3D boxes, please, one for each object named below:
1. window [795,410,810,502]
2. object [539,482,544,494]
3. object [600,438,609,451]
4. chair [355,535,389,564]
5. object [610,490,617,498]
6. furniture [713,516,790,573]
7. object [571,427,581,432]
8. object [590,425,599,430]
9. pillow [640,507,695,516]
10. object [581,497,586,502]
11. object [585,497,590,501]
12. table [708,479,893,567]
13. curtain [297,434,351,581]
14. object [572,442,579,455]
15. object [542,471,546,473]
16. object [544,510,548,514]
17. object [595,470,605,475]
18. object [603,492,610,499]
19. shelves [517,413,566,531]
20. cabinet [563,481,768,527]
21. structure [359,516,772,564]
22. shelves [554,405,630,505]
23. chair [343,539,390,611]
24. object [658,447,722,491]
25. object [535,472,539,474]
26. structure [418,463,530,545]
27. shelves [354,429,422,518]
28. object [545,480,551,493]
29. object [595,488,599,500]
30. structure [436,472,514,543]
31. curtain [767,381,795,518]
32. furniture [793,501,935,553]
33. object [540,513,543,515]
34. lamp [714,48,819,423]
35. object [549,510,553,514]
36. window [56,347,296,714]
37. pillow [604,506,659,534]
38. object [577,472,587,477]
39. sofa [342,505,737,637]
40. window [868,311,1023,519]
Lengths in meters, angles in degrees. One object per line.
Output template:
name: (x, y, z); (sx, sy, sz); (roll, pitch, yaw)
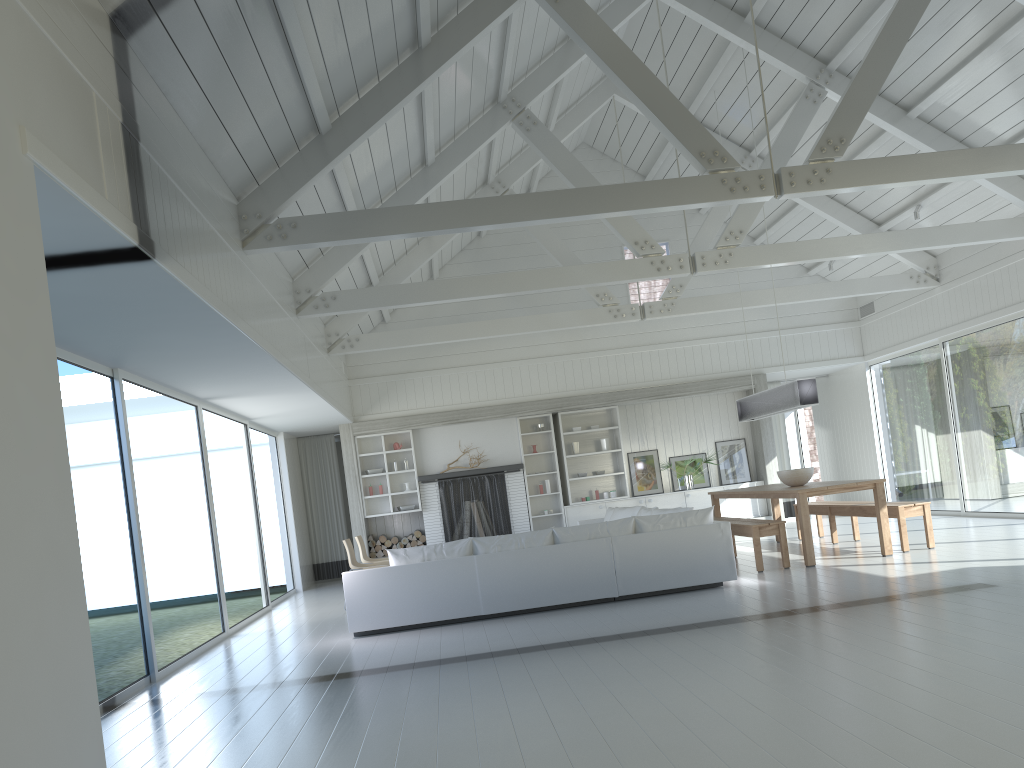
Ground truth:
window: (5.607, 1.190, 16.556); (0.037, 2.424, 0.949); (-7, -1, -5)
object: (0.453, 1.616, 13.716); (0.054, 0.196, 0.054); (-7, -1, -6)
object: (1.460, 0.953, 13.799); (0.103, 0.196, 0.102); (-9, -3, 40)
chair: (-1.644, 2.226, 10.809); (0.554, 0.779, 0.598); (-7, -3, -5)
object: (1.585, 1.718, 13.769); (0.086, 0.111, 0.085); (-9, -3, 30)
furniture: (2.462, 1.778, 10.007); (0.340, 0.469, 2.697); (-7, -7, -5)
object: (1.009, 0.713, 13.770); (0.141, 0.066, 0.142); (-7, -6, -5)
object: (1.304, 0.696, 13.935); (0.141, 0.066, 0.142); (-7, -6, -5)
pillow: (1.552, 1.536, 9.200); (0.464, 0.476, 1.328); (-6, -6, -14)
object: (1.114, 1.795, 13.746); (0.054, 0.071, 0.055); (-6, -3, -26)
object: (1.182, 1.795, 13.777); (0.058, 0.061, 0.058); (-5, -4, -27)
table: (3.159, 1.550, 10.070); (0.905, 0.760, 2.967); (-7, -6, -5)
curtain: (-3.072, 2.011, 14.439); (0.629, 2.367, 0.117); (-7, -1, -5)
object: (0.996, 1.007, 13.763); (0.102, 0.196, 0.103); (-7, -2, -5)
object: (0.502, 1.380, 13.762); (0.054, 0.025, 0.054); (-7, -6, -5)
object: (0.530, 1.993, 13.717); (0.054, 0.071, 0.054); (-7, -3, -6)
object: (1.394, 1.403, 13.927); (0.141, 0.066, 0.142); (-7, -6, -5)
object: (1.487, 1.747, 13.829); (0.092, 0.095, 0.090); (-9, -4, 29)
shelves: (0.448, 1.511, 13.854); (0.540, 1.997, 0.607); (-7, -1, -5)
cabinet: (2.389, 2.007, 13.966); (3.178, 0.550, 0.657); (-7, -4, -4)
structure: (0.840, 2.533, 14.146); (6.342, 0.345, 1.893); (-7, -7, -4)
shelves: (1.247, 1.138, 13.922); (0.938, 1.441, 0.607); (-7, -2, -5)
chair: (-1.642, 2.131, 10.027); (0.554, 0.779, 0.598); (-7, -3, -5)
object: (2.801, 1.328, 13.707); (0.969, 0.628, 0.625); (-7, -4, -7)
object: (0.388, 1.386, 13.699); (0.054, 0.025, 0.054); (-7, -6, -5)
structure: (-0.576, 1.989, 13.751); (1.614, 1.284, 0.863); (-7, -3, -5)
shelves: (-1.887, 1.387, 13.553); (0.864, 1.237, 0.551); (-7, -2, -5)
object: (0.558, 1.596, 13.722); (0.072, 0.211, 0.071); (-7, -1, -5)
object: (1.329, 1.709, 13.780); (0.054, 0.196, 0.054); (-7, -1, -6)
structure: (-0.551, 1.920, 13.397); (1.096, 1.062, 0.117); (-7, -1, -5)
curtain: (4.290, 1.163, 15.148); (1.005, 2.367, 0.117); (-7, -1, -4)
furniture: (3.944, 1.604, 10.122); (0.340, 0.469, 2.697); (-7, -7, -5)
object: (0.457, 2.025, 13.710); (0.054, 0.025, 0.054); (-7, -6, -5)
lamp: (2.728, -1.756, 10.051); (0.200, 4.236, 1.913); (-7, -2, -5)
object: (0.604, 1.989, 13.720); (0.058, 0.061, 0.058); (-7, -4, -5)
window: (-3.061, 1.369, 8.931); (0.080, 2.412, 8.768); (-7, -6, -5)
pillow: (1.466, 1.749, 10.862); (0.461, 0.476, 2.073); (-6, -7, -13)
object: (1.099, 1.421, 13.762); (0.141, 0.066, 0.142); (-7, -6, -5)
sofa: (0.116, 1.911, 9.831); (3.472, 0.736, 4.159); (-7, -7, -5)
window: (6.177, 0.149, 8.537); (0.080, 2.411, 10.995); (-7, -7, -5)
